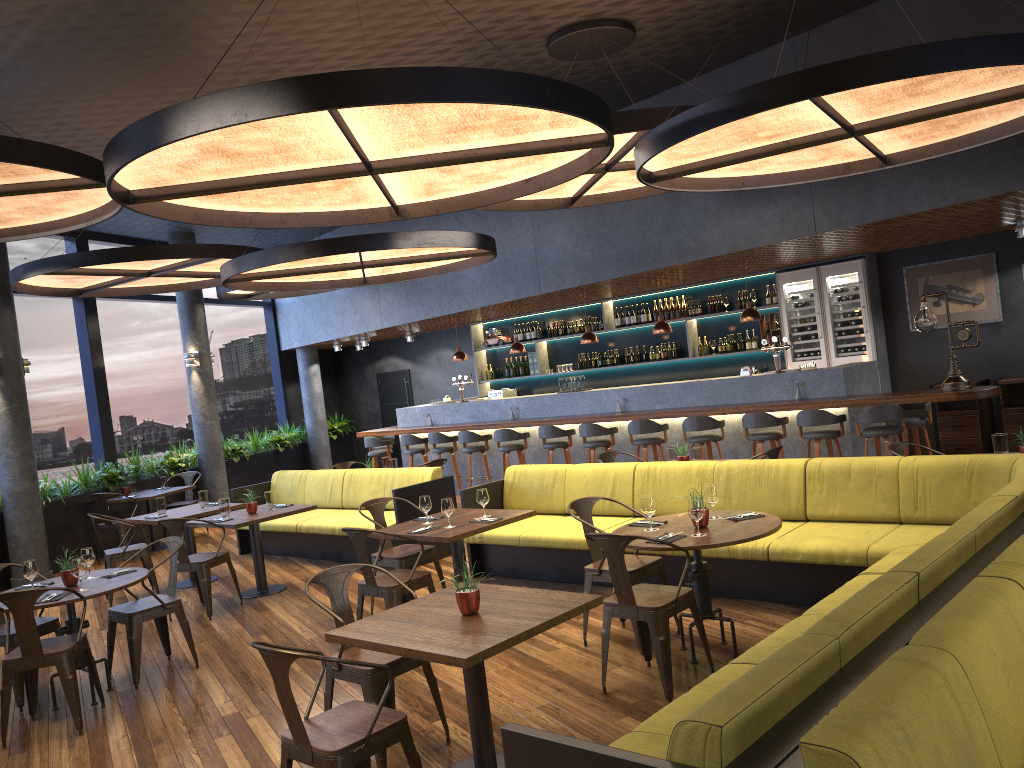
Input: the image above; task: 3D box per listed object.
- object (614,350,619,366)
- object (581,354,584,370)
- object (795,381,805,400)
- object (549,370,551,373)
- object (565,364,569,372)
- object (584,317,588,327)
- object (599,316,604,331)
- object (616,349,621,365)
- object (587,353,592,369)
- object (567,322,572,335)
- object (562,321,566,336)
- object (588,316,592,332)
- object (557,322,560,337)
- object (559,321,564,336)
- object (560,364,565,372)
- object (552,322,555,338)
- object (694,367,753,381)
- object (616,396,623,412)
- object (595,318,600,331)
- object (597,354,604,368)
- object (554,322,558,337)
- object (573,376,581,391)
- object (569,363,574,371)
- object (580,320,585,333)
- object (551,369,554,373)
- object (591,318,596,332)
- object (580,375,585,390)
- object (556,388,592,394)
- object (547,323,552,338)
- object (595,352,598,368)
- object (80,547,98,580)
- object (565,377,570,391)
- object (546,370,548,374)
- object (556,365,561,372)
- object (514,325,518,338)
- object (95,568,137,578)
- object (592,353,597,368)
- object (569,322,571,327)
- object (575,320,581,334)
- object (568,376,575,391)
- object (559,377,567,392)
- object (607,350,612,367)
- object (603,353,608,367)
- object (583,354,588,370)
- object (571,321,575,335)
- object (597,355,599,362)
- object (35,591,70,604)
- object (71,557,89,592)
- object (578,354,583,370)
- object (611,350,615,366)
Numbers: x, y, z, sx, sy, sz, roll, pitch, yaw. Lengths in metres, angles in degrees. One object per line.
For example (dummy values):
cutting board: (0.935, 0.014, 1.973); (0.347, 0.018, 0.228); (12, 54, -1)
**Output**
object: (1.623, -0.410, 13.830); (0.063, 0.254, 0.063); (-7, 1, -5)
object: (1.149, -0.362, 14.371); (0.063, 0.254, 0.063); (-6, 1, 35)
object: (3.143, 0.067, 9.711); (0.114, 0.203, 0.069); (-7, 1, -13)
object: (0.627, -0.206, 14.708); (0.042, 0.059, 0.042); (-7, 1, 4)
object: (0.901, -0.267, 14.528); (0.084, 0.119, 0.084); (-7, 1, -3)
object: (1.183, -0.944, 14.130); (0.063, 0.254, 0.063); (-7, 1, 0)
object: (1.410, -0.954, 13.917); (0.088, 0.224, 0.088); (-8, 1, -33)
object: (1.662, -0.416, 13.905); (0.063, 0.254, 0.063); (-7, 1, 15)
object: (1.240, -0.371, 14.288); (0.063, 0.254, 0.063); (-7, 1, 0)
object: (0.925, -0.897, 14.325); (0.068, 0.217, 0.068); (-6, 1, 32)
object: (0.842, -0.910, 14.565); (0.063, 0.254, 0.063); (-7, 1, -10)
object: (1.251, -0.954, 14.187); (0.063, 0.254, 0.063); (-8, 1, -20)
object: (0.763, -0.902, 14.626); (0.063, 0.254, 0.063); (-7, 1, 15)
object: (0.795, -0.902, 14.460); (0.063, 0.254, 0.063); (-8, 1, -30)
object: (0.838, -0.260, 14.586); (0.084, 0.119, 0.084); (-7, 1, -3)
object: (0.693, -0.894, 14.686); (0.063, 0.254, 0.063); (-7, 1, 20)
object: (2.477, -0.120, 10.563); (0.766, 0.106, 0.200); (-6, 1, 42)
object: (1.369, 0.257, 11.327); (0.114, 0.203, 0.069); (-6, 1, 31)
object: (1.352, -0.946, 14.060); (0.068, 0.217, 0.068); (-8, 2, -43)
object: (1.397, -0.371, 14.043); (0.088, 0.224, 0.088); (-8, 1, -33)
object: (0.717, -0.894, 14.557); (0.063, 0.254, 0.063); (-7, 1, 15)
object: (0.880, -0.001, 12.011); (0.105, 0.209, 0.105); (-7, 1, -13)
object: (0.965, -0.274, 14.469); (0.084, 0.119, 0.084); (-7, 1, -3)
object: (1.126, -0.926, 14.322); (0.088, 0.224, 0.088); (-6, 1, 37)
object: (0.669, -0.212, 14.720); (0.042, 0.059, 0.042); (-7, 1, 4)
object: (1.284, -0.936, 13.995); (0.068, 0.217, 0.068); (-7, 1, 27)
object: (0.951, -0.012, 12.101); (0.105, 0.209, 0.105); (-7, 1, -13)
object: (0.854, 0.095, 12.154); (0.437, 0.019, 0.273); (-6, 1, 42)
object: (0.613, -0.883, 14.614); (0.063, 0.254, 0.063); (-7, 1, 25)
object: (1.362, -0.386, 14.242); (0.063, 0.254, 0.063); (-7, 1, 15)
object: (-2.922, 1.236, 6.116); (0.097, 0.206, 0.097); (-7, 1, 14)
object: (0.781, 0.007, 12.253); (0.105, 0.209, 0.105); (-7, 1, -13)
object: (0.583, -0.202, 14.799); (0.042, 0.059, 0.042); (-7, 1, 4)
object: (0.775, -0.253, 14.644); (0.084, 0.119, 0.084); (-7, 1, -3)
object: (0.071, -0.854, 15.115); (0.085, 0.310, 0.086); (-7, 1, -14)
object: (-2.737, 1.307, 6.118); (0.157, 0.019, 0.255); (-6, 1, 41)
object: (1.305, -0.377, 14.174); (0.063, 0.254, 0.063); (-8, 1, -20)
object: (0.951, -0.903, 14.463); (0.068, 0.217, 0.068); (-8, 2, -43)
object: (1.049, -0.915, 14.249); (0.088, 0.224, 0.088); (-6, 1, 37)
object: (0.821, 0.004, 12.136); (0.105, 0.209, 0.105); (-7, 1, -13)
object: (0.700, 0.018, 12.181); (0.105, 0.209, 0.105); (-7, 1, -13)
object: (1.527, -0.400, 13.927); (0.063, 0.254, 0.063); (-8, 1, -30)
object: (1.493, -0.384, 14.107); (0.088, 0.224, 0.088); (-7, 1, 17)
object: (1.166, -0.361, 14.223); (0.063, 0.254, 0.063); (-6, 1, 30)
object: (0.993, -0.907, 14.388); (0.068, 0.217, 0.068); (-8, 1, -28)
object: (1.406, -0.374, 14.156); (0.088, 0.224, 0.088); (-7, 1, 7)
object: (-2.887, 1.337, 5.578); (0.157, 0.019, 0.255); (-7, 1, -5)
object: (-2.779, 1.226, 5.701); (0.097, 0.206, 0.097); (-8, 1, -41)
object: (1.092, -0.353, 14.291); (0.063, 0.254, 0.063); (-7, 1, 15)
object: (1.587, -0.408, 13.982); (0.063, 0.254, 0.063); (-7, 1, -15)
